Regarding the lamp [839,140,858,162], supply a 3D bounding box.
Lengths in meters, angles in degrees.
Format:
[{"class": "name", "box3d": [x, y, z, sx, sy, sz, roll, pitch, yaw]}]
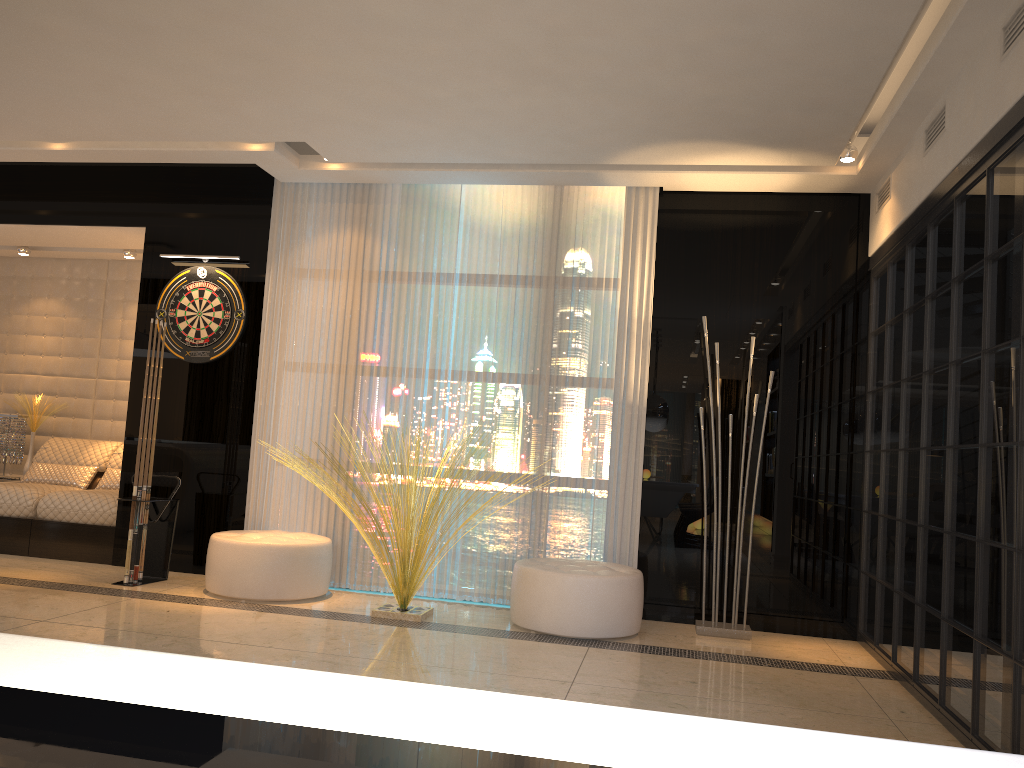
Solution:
[{"class": "lamp", "box3d": [1.849, -1.287, 4.883, 0.107, 0.127, 0.107, 5, -4, -8]}]

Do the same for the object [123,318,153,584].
[{"class": "object", "box3d": [-2.251, 0.399, 5.352, 0.027, 1.605, 0.026, 8, -6, -41]}]

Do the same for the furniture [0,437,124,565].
[{"class": "furniture", "box3d": [-3.209, 0.835, 6.678, 1.312, 0.810, 1.107, 3, -4, 11]}]

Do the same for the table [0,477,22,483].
[{"class": "table", "box3d": [-4.158, 0.962, 6.837, 0.608, 0.457, 1.143, 3, -4, 11]}]

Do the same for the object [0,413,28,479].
[{"class": "object", "box3d": [-4.126, 0.503, 7.243, 0.247, 0.522, 0.124, 3, -4, 11]}]

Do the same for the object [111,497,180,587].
[{"class": "object", "box3d": [-2.266, 0.957, 5.433, 0.261, 0.508, 0.325, 3, -4, 11]}]

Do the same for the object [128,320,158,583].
[{"class": "object", "box3d": [-2.242, 0.403, 5.400, 0.027, 1.605, 0.026, 8, -6, -41]}]

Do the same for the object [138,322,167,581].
[{"class": "object", "box3d": [-2.225, 0.413, 5.493, 0.027, 1.605, 0.026, 8, -6, -41]}]

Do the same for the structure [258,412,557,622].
[{"class": "structure", "box3d": [-0.599, 0.705, 4.821, 1.275, 1.142, 1.282, 7, -5, -33]}]

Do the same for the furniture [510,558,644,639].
[{"class": "furniture", "box3d": [0.360, 1.173, 4.928, 0.735, 0.357, 0.735, 5, -5, -17]}]

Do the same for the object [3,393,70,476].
[{"class": "object", "box3d": [-3.848, 0.423, 7.146, 0.390, 0.718, 0.388, 4, -4, 2]}]

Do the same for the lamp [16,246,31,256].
[{"class": "lamp", "box3d": [-3.976, -1.110, 7.229, 0.107, 0.127, 0.107, 5, -4, -8]}]

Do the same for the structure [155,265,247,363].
[{"class": "structure", "box3d": [-2.109, -0.473, 6.007, 0.669, 0.669, 0.048, 3, -4, 11]}]

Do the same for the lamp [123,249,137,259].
[{"class": "lamp", "box3d": [-3.037, -1.060, 7.052, 0.107, 0.127, 0.107, 5, -4, -8]}]

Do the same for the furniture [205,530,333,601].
[{"class": "furniture", "box3d": [-1.463, 1.081, 5.364, 0.735, 0.357, 0.735, 3, -4, 13]}]

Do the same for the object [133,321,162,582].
[{"class": "object", "box3d": [-2.234, 0.409, 5.446, 0.027, 1.605, 0.026, 8, -6, -41]}]

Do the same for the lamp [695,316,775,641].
[{"class": "lamp", "box3d": [1.252, 0.520, 5.071, 0.418, 1.801, 0.200, 3, -4, 11]}]

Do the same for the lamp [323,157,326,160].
[{"class": "lamp", "box3d": [-1.122, -1.444, 5.487, 0.107, 0.127, 0.107, 1, -5, 29]}]

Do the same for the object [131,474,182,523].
[{"class": "object", "box3d": [-2.233, 0.718, 5.544, 0.330, 0.297, 0.032, 3, -4, 11]}]
